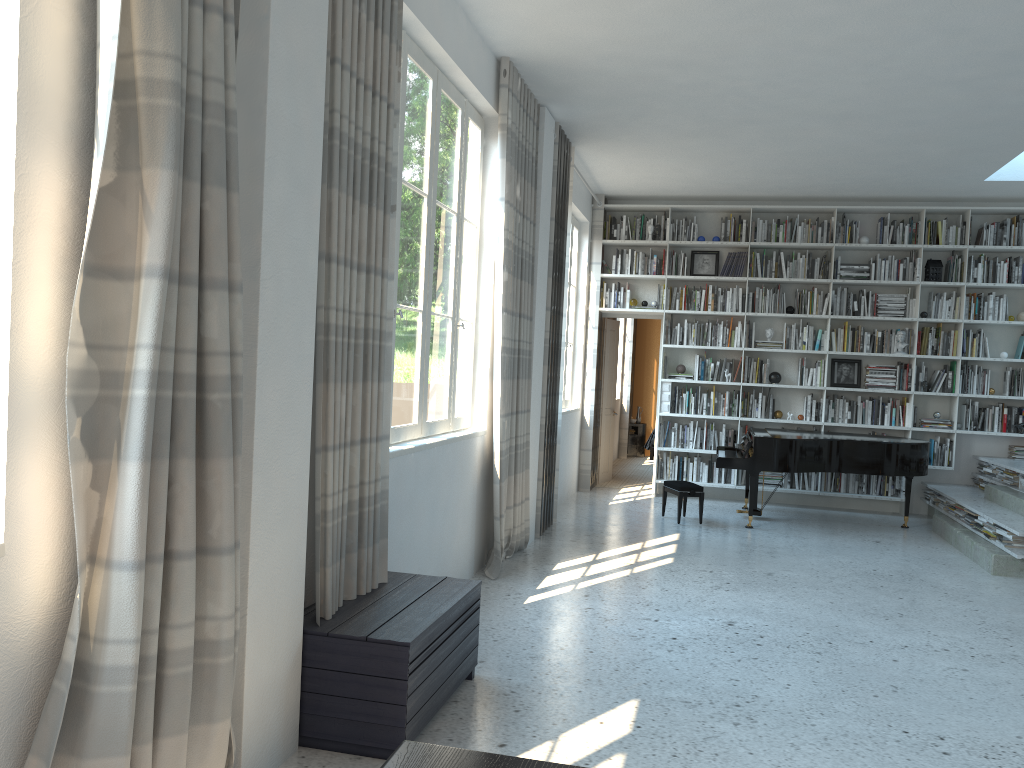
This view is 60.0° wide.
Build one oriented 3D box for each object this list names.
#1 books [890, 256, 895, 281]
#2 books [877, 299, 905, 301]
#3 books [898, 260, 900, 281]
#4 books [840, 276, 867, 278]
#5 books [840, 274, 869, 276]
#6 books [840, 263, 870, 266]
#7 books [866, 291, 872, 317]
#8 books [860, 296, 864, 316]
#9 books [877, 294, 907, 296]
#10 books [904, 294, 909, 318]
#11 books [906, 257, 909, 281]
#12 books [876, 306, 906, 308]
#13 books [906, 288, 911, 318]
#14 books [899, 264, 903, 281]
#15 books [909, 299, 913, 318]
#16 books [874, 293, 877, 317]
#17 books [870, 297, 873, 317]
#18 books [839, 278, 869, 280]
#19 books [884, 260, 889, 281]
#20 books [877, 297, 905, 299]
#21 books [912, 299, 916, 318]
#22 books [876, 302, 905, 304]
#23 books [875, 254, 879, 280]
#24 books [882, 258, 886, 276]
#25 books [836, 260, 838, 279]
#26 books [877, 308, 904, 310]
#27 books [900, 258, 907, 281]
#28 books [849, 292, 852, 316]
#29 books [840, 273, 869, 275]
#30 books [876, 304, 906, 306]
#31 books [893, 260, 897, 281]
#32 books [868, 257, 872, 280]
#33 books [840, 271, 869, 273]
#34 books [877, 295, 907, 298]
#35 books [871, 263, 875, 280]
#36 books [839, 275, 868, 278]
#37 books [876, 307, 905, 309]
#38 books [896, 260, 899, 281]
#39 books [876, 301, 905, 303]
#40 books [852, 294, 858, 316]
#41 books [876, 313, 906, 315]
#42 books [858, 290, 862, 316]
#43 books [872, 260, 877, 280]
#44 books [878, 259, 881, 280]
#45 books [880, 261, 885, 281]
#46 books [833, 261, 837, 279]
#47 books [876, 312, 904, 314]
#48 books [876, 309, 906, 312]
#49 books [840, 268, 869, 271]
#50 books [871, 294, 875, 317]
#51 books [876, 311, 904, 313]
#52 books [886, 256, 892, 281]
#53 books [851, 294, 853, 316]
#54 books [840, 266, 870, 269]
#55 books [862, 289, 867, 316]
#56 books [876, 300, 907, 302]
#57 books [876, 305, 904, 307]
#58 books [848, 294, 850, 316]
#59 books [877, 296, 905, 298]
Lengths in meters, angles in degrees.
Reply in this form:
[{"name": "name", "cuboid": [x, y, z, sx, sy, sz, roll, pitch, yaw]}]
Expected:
[{"name": "books", "cuboid": [3.905, -1.176, 9.134, 0.023, 0.269, 0.184, 3, 2, 13]}, {"name": "books", "cuboid": [3.901, -0.863, 9.145, 0.254, 0.012, 0.161, 3, 1, 18]}, {"name": "books", "cuboid": [3.964, -1.153, 9.118, 0.012, 0.230, 0.158, 3, 2, 13]}, {"name": "books", "cuboid": [3.549, -1.103, 9.221, 0.254, 0.012, 0.161, 3, 1, 18]}, {"name": "books", "cuboid": [3.552, -1.127, 9.224, 0.285, 0.012, 0.159, 3, 1, 10]}, {"name": "books", "cuboid": [3.560, -1.230, 9.228, 0.285, 0.024, 0.159, 3, 1, 13]}, {"name": "books", "cuboid": [3.690, -0.820, 9.184, 0.021, 0.269, 0.191, 3, 2, 13]}, {"name": "books", "cuboid": [3.630, -0.797, 9.211, 0.024, 0.216, 0.148, 3, 2, 13]}, {"name": "books", "cuboid": [3.905, -0.913, 9.149, 0.285, 0.012, 0.159, 3, 1, 15]}, {"name": "books", "cuboid": [4.049, -0.793, 9.104, 0.012, 0.254, 0.161, 3, 2, 13]}, {"name": "books", "cuboid": [4.046, -1.165, 9.110, 0.029, 0.261, 0.133, 3, 2, 13]}, {"name": "books", "cuboid": [3.900, -0.790, 9.156, 0.285, 0.012, 0.159, 3, 1, 14]}, {"name": "books", "cuboid": [4.066, -0.825, 9.115, 0.012, 0.319, 0.139, 3, 2, 13]}, {"name": "books", "cuboid": [3.982, -1.131, 9.110, 0.029, 0.188, 0.176, 3, 2, 13]}, {"name": "books", "cuboid": [4.083, -0.764, 9.110, 0.029, 0.198, 0.172, 3, 2, 13]}, {"name": "books", "cuboid": [3.743, -0.806, 9.167, 0.013, 0.247, 0.176, 3, 2, 13]}, {"name": "books", "cuboid": [3.714, -0.793, 9.195, 0.024, 0.216, 0.132, 3, 2, 13]}, {"name": "books", "cuboid": [3.550, -1.091, 9.226, 0.285, 0.012, 0.159, 3, 1, 16]}, {"name": "books", "cuboid": [3.851, -1.154, 9.148, 0.028, 0.219, 0.183, 3, 2, 13]}, {"name": "books", "cuboid": [3.903, -0.877, 9.150, 0.254, 0.012, 0.161, 3, 1, 15]}, {"name": "books", "cuboid": [4.113, -0.766, 9.108, 0.030, 0.205, 0.158, 3, 2, 13]}, {"name": "books", "cuboid": [3.900, -0.826, 9.150, 0.254, 0.012, 0.161, 3, 1, 10]}, {"name": "books", "cuboid": [3.761, -1.191, 9.152, 0.011, 0.284, 0.190, 3, 2, 13]}, {"name": "books", "cuboid": [3.834, -1.168, 9.162, 0.012, 0.244, 0.131, 3, 2, 13]}, {"name": "books", "cuboid": [3.381, -1.179, 9.263, 0.013, 0.218, 0.141, 3, 2, 13]}, {"name": "books", "cuboid": [3.898, -0.766, 9.154, 0.254, 0.012, 0.161, 3, 1, 15]}, {"name": "books", "cuboid": [4.012, -1.160, 9.102, 0.032, 0.248, 0.173, 3, 2, 13]}, {"name": "books", "cuboid": [3.515, -0.820, 9.236, 0.014, 0.250, 0.172, 3, 2, 13]}, {"name": "books", "cuboid": [3.553, -1.139, 9.226, 0.285, 0.012, 0.159, 3, 1, 11]}, {"name": "books", "cuboid": [3.900, -0.814, 9.150, 0.285, 0.012, 0.159, 3, 1, 16]}, {"name": "books", "cuboid": [3.924, -1.151, 9.121, 0.023, 0.223, 0.190, 3, 2, 13]}, {"name": "books", "cuboid": [3.705, -1.179, 9.182, 0.012, 0.254, 0.161, 3, 2, 13]}, {"name": "books", "cuboid": [3.553, -1.157, 9.218, 0.285, 0.024, 0.159, 3, 1, 18]}, {"name": "books", "cuboid": [3.903, -0.901, 9.143, 0.285, 0.012, 0.159, 3, 1, 8]}, {"name": "books", "cuboid": [3.720, -1.145, 9.174, 0.025, 0.187, 0.193, 3, 2, 13]}, {"name": "books", "cuboid": [3.551, -1.115, 9.225, 0.254, 0.012, 0.161, 3, 1, 10]}, {"name": "books", "cuboid": [3.899, -0.778, 9.154, 0.254, 0.012, 0.161, 3, 1, 11]}, {"name": "books", "cuboid": [3.954, -1.154, 9.127, 0.010, 0.230, 0.152, 3, 2, 13]}, {"name": "books", "cuboid": [3.901, -0.839, 9.152, 0.254, 0.012, 0.161, 3, 1, 15]}, {"name": "books", "cuboid": [3.564, -0.811, 9.219, 0.066, 0.237, 0.153, 3, 2, 13]}, {"name": "books", "cuboid": [3.897, -0.718, 9.158, 0.285, 0.012, 0.159, 3, 1, 14]}, {"name": "books", "cuboid": [3.611, -0.833, 9.221, 0.022, 0.285, 0.130, 3, 2, 13]}, {"name": "books", "cuboid": [3.752, -1.162, 9.196, 0.024, 0.223, 0.128, 3, 2, 13]}, {"name": "books", "cuboid": [3.779, -1.167, 9.164, 0.021, 0.237, 0.171, 3, 2, 13]}, {"name": "books", "cuboid": [3.812, -1.154, 9.154, 0.027, 0.216, 0.190, 3, 2, 13]}, {"name": "books", "cuboid": [3.358, -1.171, 9.255, 0.027, 0.201, 0.167, 3, 2, 13]}, {"name": "books", "cuboid": [3.897, -0.730, 9.160, 0.254, 0.012, 0.161, 3, 1, 13]}, {"name": "books", "cuboid": [3.897, -0.754, 9.152, 0.285, 0.012, 0.159, 3, 1, 10]}, {"name": "books", "cuboid": [3.555, -1.181, 9.220, 0.254, 0.025, 0.161, 3, 1, 9]}, {"name": "books", "cuboid": [3.732, -0.806, 9.182, 0.015, 0.245, 0.183, 3, 2, 13]}, {"name": "books", "cuboid": [3.897, -0.742, 9.157, 0.254, 0.012, 0.161, 3, 1, 12]}, {"name": "books", "cuboid": [3.885, -1.180, 9.160, 0.029, 0.273, 0.140, 3, 2, 13]}, {"name": "books", "cuboid": [3.527, -0.814, 9.234, 0.011, 0.239, 0.147, 3, 2, 13]}, {"name": "books", "cuboid": [3.557, -1.206, 9.224, 0.285, 0.024, 0.159, 3, 1, 15]}, {"name": "books", "cuboid": [3.659, -0.833, 9.206, 0.049, 0.291, 0.162, 3, 2, 13]}, {"name": "books", "cuboid": [3.903, -0.851, 9.154, 0.285, 0.012, 0.159, 3, 1, 12]}, {"name": "books", "cuboid": [3.900, -0.802, 9.155, 0.254, 0.012, 0.161, 3, 1, 14]}, {"name": "books", "cuboid": [3.502, -0.812, 9.243, 0.014, 0.233, 0.147, 3, 2, 13]}, {"name": "books", "cuboid": [3.905, -0.889, 9.154, 0.254, 0.012, 0.161, 3, 1, 13]}]
